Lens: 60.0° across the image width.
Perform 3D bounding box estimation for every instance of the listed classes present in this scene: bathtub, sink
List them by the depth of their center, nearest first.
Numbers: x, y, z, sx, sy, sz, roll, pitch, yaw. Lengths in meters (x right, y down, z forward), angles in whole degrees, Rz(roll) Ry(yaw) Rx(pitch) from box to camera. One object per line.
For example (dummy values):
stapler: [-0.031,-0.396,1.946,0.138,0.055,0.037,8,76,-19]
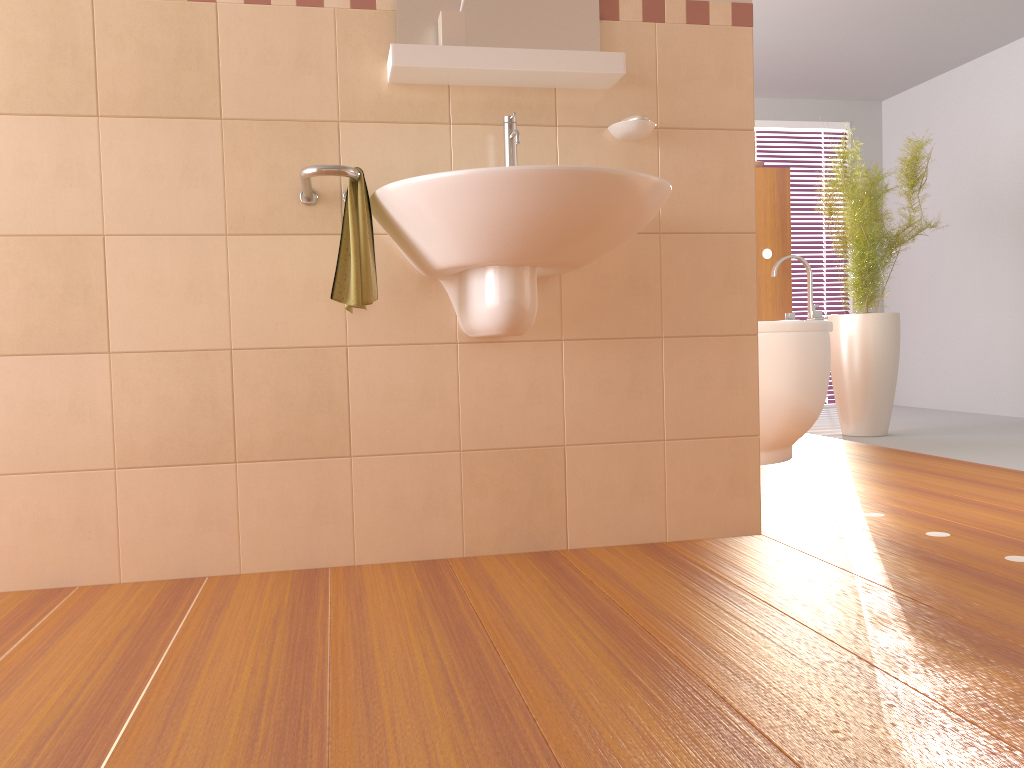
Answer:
sink: [0.036,-0.365,1.940,0.683,0.516,0.539,-2,3,-11]
bathtub: [0.536,-0.110,3.902,1.874,0.900,0.888,-2,3,-11]

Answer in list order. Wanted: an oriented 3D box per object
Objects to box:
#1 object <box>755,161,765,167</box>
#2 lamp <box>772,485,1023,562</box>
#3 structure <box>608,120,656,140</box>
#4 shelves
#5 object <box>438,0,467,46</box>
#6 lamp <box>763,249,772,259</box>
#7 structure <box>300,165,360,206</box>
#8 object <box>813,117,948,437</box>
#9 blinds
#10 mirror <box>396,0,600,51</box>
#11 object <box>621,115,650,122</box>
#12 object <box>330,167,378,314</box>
object: [1.332,-1.214,4.991,0.173,0.046,0.173,-2,3,-11]
lamp: [-0.369,0.458,1.754,3.173,0.001,2.893,-2,3,-11]
structure: [0.306,-0.632,2.210,0.117,0.029,0.092,-2,3,-11]
shelves: [-0.015,-0.755,2.118,0.554,0.050,0.138,-2,3,-11]
object: [-0.139,-0.849,2.083,0.063,0.149,0.073,-2,3,-11]
lamp: [0.860,-0.697,4.779,1.169,0.052,0.001,-2,3,-11]
structure: [-0.400,-0.439,1.951,0.142,0.042,0.333,-2,3,-11]
object: [1.941,-0.510,4.628,0.683,1.557,1.335,-1,3,21]
blinds: [0.214,-0.782,6.188,4.712,2.022,0.032,-2,3,-11]
mirror: [-0.037,-1.188,2.151,0.502,0.799,0.008,-2,3,-11]
object: [0.306,-0.654,2.210,0.075,0.023,0.050,1,3,43]
object: [-0.340,-0.313,1.964,0.085,0.306,0.181,-1,2,5]
